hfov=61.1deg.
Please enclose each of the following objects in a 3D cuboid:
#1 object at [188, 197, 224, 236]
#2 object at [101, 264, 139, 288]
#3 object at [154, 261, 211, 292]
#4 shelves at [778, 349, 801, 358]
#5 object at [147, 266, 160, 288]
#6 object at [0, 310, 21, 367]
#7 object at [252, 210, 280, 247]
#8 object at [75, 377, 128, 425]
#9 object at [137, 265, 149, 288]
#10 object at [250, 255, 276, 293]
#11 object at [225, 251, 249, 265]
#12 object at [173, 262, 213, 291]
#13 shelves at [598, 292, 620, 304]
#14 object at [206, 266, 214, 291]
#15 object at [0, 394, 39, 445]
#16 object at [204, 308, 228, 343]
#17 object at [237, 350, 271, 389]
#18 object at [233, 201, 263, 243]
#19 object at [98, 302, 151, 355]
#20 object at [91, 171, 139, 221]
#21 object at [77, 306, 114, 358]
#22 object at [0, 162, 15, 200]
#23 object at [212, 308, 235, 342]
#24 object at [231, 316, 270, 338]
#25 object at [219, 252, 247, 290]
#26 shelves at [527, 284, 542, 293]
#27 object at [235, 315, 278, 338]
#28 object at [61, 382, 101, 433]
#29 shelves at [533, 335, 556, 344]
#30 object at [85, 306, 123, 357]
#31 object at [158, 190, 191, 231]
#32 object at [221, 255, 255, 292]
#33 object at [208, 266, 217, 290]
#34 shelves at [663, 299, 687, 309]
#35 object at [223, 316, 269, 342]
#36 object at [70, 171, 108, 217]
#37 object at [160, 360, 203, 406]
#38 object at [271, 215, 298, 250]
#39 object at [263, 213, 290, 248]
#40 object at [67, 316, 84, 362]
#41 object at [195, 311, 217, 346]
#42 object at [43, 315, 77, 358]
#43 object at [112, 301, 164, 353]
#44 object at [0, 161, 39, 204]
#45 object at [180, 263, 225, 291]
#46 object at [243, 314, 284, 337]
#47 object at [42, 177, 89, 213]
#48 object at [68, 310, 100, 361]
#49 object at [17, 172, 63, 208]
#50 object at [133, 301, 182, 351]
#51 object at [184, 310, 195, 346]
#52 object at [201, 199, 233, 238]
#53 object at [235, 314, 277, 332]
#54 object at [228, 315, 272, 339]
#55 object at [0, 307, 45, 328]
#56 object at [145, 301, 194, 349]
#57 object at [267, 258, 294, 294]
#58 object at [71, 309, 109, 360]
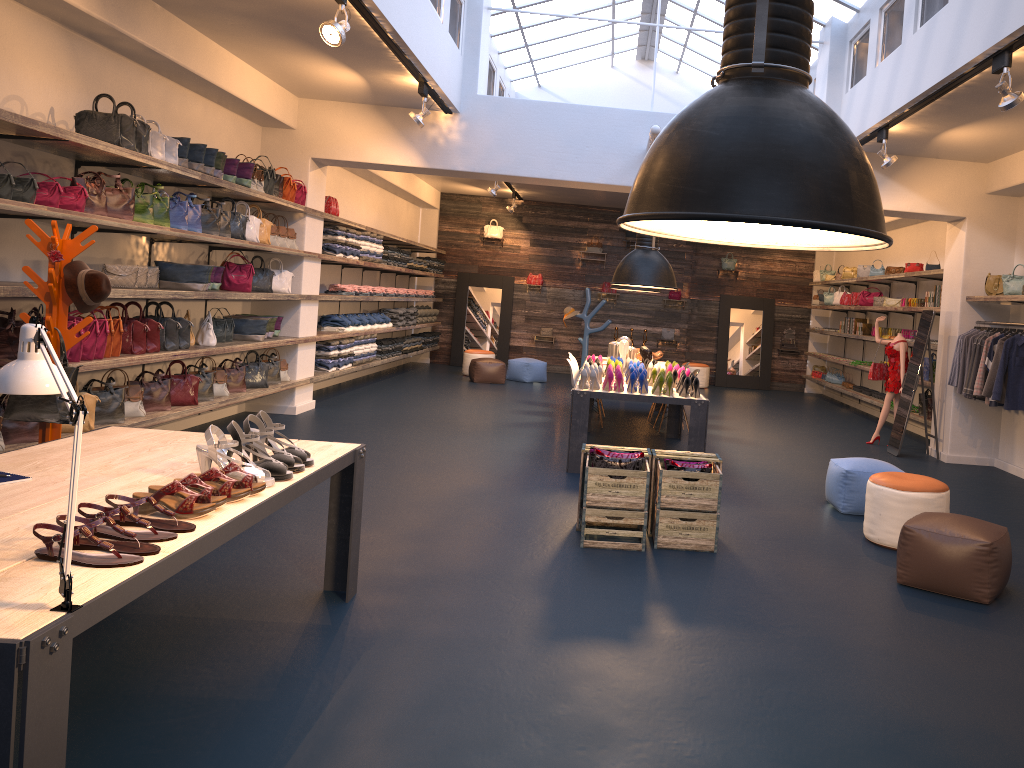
[{"bbox_3d":[-2.667,-1.444,7.437,0.405,0.338,0.201,2,3,-33],"label":"object"},{"bbox_3d":[-2.825,-0.783,6.255,0.097,0.175,0.289,6,5,33],"label":"object"},{"bbox_3d":[-2.730,-0.888,7.183,0.438,0.231,0.169,3,3,-18],"label":"object"},{"bbox_3d":[5.794,-0.640,18.184,0.454,0.157,0.245,5,4,-1],"label":"shelves"},{"bbox_3d":[-2.900,-0.849,6.839,0.098,0.175,0.284,6,5,24],"label":"object"},{"bbox_3d":[-3.040,-0.279,5.148,0.370,0.338,0.220,5,3,6],"label":"object"},{"bbox_3d":[-2.580,-1.602,8.918,0.165,0.366,0.415,6,4,43],"label":"object"},{"bbox_3d":[-2.906,0.119,6.151,0.200,0.338,0.407,7,4,43],"label":"object"},{"bbox_3d":[-2.862,-0.816,6.550,0.099,0.175,0.283,6,5,22],"label":"object"},{"bbox_3d":[-2.677,-1.156,9.115,0.178,0.385,0.458,6,4,37],"label":"object"},{"bbox_3d":[-2.753,-1.132,8.667,0.315,0.409,0.126,3,2,-30],"label":"object"},{"bbox_3d":[-2.770,-0.908,7.342,0.446,0.231,0.166,2,4,-27],"label":"object"},{"bbox_3d":[1.989,-1.774,17.926,0.454,0.210,0.244,5,4,-1],"label":"shelves"},{"bbox_3d":[-2.814,-0.926,7.515,0.444,0.235,0.167,2,3,-24],"label":"object"},{"bbox_3d":[-3.017,0.194,5.318,0.200,0.338,0.406,7,4,40],"label":"object"},{"bbox_3d":[-2.769,-0.545,8.098,0.255,0.328,0.100,2,3,-43],"label":"object"},{"bbox_3d":[-2.625,-0.152,8.756,0.178,0.385,0.458,6,4,37],"label":"object"},{"bbox_3d":[-2.583,-1.552,8.286,0.178,0.385,0.460,6,4,40],"label":"object"},{"bbox_3d":[-2.911,-0.413,6.439,0.437,0.385,0.188,4,2,-9],"label":"object"},{"bbox_3d":[-2.833,-1.323,6.103,0.406,0.338,0.200,2,4,-35],"label":"object"},{"bbox_3d":[-2.922,-0.362,6.032,0.267,0.361,0.201,2,3,-37],"label":"object"},{"bbox_3d":[-3.137,-1.217,5.176,0.308,0.275,0.129,3,2,-18],"label":"object"},{"bbox_3d":[-2.755,-0.561,8.261,0.255,0.328,0.100,2,3,-43],"label":"object"},{"bbox_3d":[-2.679,-0.562,8.765,0.446,0.231,0.166,2,4,-27],"label":"object"},{"bbox_3d":[-2.725,-1.102,8.526,0.215,0.384,0.267,6,3,24],"label":"object"},{"bbox_3d":[0.461,-1.955,17.832,0.305,0.157,0.245,5,4,0],"label":"shelves"},{"bbox_3d":[-2.699,-0.599,9.137,0.441,0.235,0.168,3,3,-21],"label":"object"},{"bbox_3d":[-2.963,0.125,5.758,0.178,0.385,0.460,6,4,39],"label":"object"},{"bbox_3d":[0.667,-0.921,17.873,0.454,0.143,0.245,5,5,-1],"label":"shelves"},{"bbox_3d":[-2.910,-0.373,6.146,0.267,0.361,0.201,2,3,-37],"label":"object"},{"bbox_3d":[-2.755,-1.384,6.935,0.175,0.304,0.402,6,4,33],"label":"object"},{"bbox_3d":[-2.657,-1.073,8.406,0.205,0.361,0.263,6,3,27],"label":"object"},{"bbox_3d":[-2.901,-0.967,7.845,0.444,0.235,0.167,2,3,-24],"label":"object"},{"bbox_3d":[3.374,-1.657,18.033,0.498,0.184,0.201,4,4,-2],"label":"shelves"},{"bbox_3d":[-2.638,-0.541,8.594,0.439,0.231,0.169,3,3,-19],"label":"object"},{"bbox_3d":[-2.869,-1.288,5.899,0.194,0.304,0.364,4,4,-7],"label":"object"},{"bbox_3d":[-2.799,-0.013,7.246,0.178,0.385,0.460,6,4,39],"label":"object"},{"bbox_3d":[-2.521,-1.651,9.450,0.165,0.366,0.415,6,4,43],"label":"object"},{"bbox_3d":[-2.549,-1.627,9.197,0.165,0.366,0.415,6,4,43],"label":"object"},{"bbox_3d":[-2.941,-0.292,5.638,0.273,0.297,0.232,2,4,-33],"label":"object"},{"bbox_3d":[-2.738,-0.502,7.775,0.166,0.308,0.317,3,4,-29],"label":"object"},{"bbox_3d":[-2.923,-0.285,5.534,0.257,0.299,0.345,6,4,30],"label":"object"},{"bbox_3d":[-2.888,-0.442,6.656,0.429,0.385,0.191,4,2,-3],"label":"object"},{"bbox_3d":[-3.070,-1.226,5.312,0.308,0.275,0.129,3,2,-18],"label":"object"},{"bbox_3d":[-2.897,-0.988,8.049,0.438,0.235,0.169,3,3,-18],"label":"object"},{"bbox_3d":[-2.729,-0.638,9.500,0.439,0.235,0.169,3,3,-19],"label":"object"},{"bbox_3d":[-2.925,-1.230,5.629,0.205,0.243,0.263,6,4,27],"label":"object"},{"bbox_3d":[-2.902,-0.325,5.776,0.230,0.342,0.289,6,4,33],"label":"object"},{"bbox_3d":[-3.007,-1.219,5.464,0.204,0.243,0.264,6,4,30],"label":"object"},{"bbox_3d":[-2.849,-0.467,6.937,0.426,0.385,0.192,5,2,-1],"label":"object"},{"bbox_3d":[-2.872,-0.497,7.619,0.166,0.308,0.317,3,4,-29],"label":"object"},{"bbox_3d":[-2.635,-1.467,7.687,0.200,0.338,0.407,7,4,43],"label":"object"},{"bbox_3d":[-2.741,-0.620,9.307,0.444,0.235,0.167,2,3,-25],"label":"object"},{"bbox_3d":[-2.704,-0.580,8.948,0.444,0.235,0.167,2,3,-25],"label":"object"},{"bbox_3d":[-3.001,-0.302,5.340,0.345,0.355,0.162,4,2,-2],"label":"object"},{"bbox_3d":[-2.845,-0.490,7.159,0.436,0.385,0.188,4,2,-8],"label":"object"},{"bbox_3d":[-2.572,-1.180,9.430,0.461,0.385,0.177,1,4,-44],"label":"object"},{"bbox_3d":[-2.890,-0.336,5.888,0.230,0.342,0.289,6,4,33],"label":"object"}]
